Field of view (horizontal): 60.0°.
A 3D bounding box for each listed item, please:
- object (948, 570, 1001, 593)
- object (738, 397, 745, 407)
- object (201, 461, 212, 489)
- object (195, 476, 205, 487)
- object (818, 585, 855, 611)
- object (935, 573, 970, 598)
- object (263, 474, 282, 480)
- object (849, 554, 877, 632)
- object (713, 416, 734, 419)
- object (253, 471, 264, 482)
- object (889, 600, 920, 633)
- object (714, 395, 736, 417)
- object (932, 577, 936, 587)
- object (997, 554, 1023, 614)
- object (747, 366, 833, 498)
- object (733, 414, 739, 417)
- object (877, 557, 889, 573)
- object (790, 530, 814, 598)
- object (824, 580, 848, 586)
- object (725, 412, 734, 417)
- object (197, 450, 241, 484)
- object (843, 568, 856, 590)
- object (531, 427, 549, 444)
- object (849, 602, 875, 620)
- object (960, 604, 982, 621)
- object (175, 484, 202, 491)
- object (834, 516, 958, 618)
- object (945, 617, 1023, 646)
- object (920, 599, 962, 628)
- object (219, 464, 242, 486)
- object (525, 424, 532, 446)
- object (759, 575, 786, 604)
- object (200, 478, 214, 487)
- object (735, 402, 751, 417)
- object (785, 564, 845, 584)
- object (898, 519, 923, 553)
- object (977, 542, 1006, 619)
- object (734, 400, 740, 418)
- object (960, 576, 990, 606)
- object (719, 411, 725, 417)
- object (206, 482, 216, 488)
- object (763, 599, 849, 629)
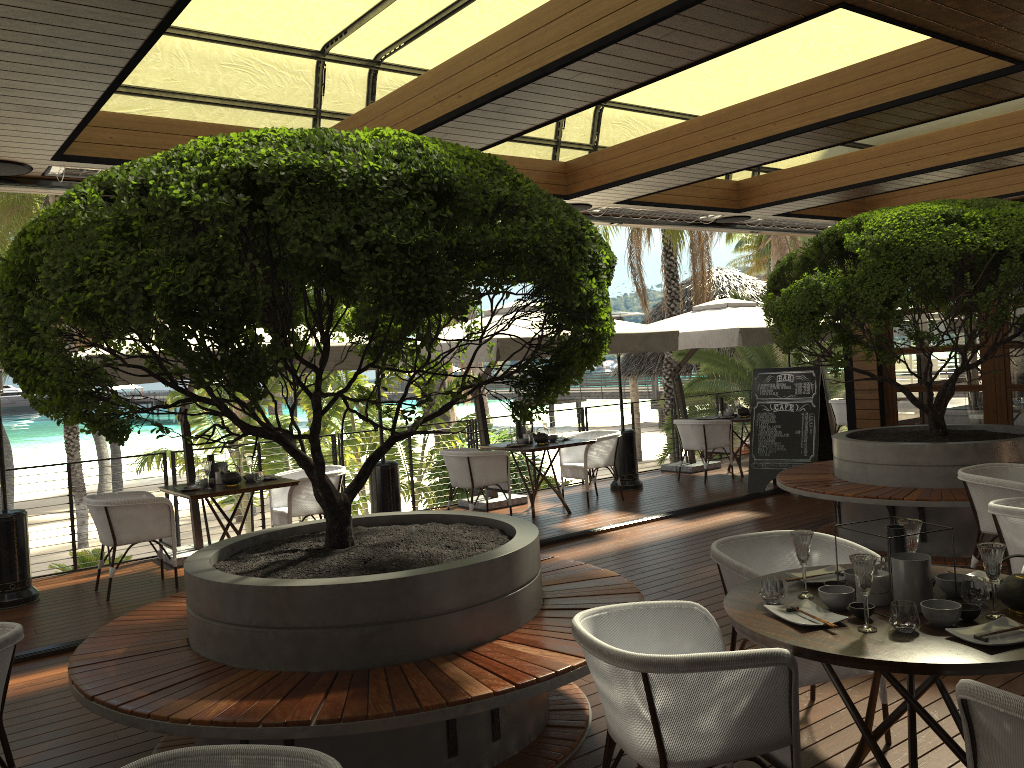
[{"bbox_3d":[1.663,0.704,3.156,0.170,0.025,0.294,-4,1,-14],"label":"object"},{"bbox_3d":[3.082,0.292,11.886,0.082,0.227,0.082,-4,1,-36],"label":"object"},{"bbox_3d":[-2.521,0.755,7.343,0.082,0.227,0.082,-4,1,-36],"label":"object"},{"bbox_3d":[-2.662,0.831,7.578,0.086,0.086,0.086,-4,1,-32],"label":"object"},{"bbox_3d":[1.094,0.724,2.985,0.116,0.065,0.116,-4,1,-16],"label":"object"},{"bbox_3d":[1.522,0.695,3.049,0.116,0.065,0.116,-4,1,-16],"label":"object"},{"bbox_3d":[-2.160,0.825,7.839,0.170,0.025,0.294,-5,2,-37],"label":"object"},{"bbox_3d":[1.092,0.646,2.741,0.082,0.227,0.082,-4,1,-25],"label":"object"},{"bbox_3d":[2.733,0.430,11.392,0.170,0.025,0.294,-5,2,-37],"label":"object"},{"bbox_3d":[-2.180,0.800,7.628,0.086,0.086,0.086,-4,1,-32],"label":"object"},{"bbox_3d":[1.200,0.713,2.712,0.086,0.086,0.086,-3,1,26],"label":"object"},{"bbox_3d":[2.841,0.294,11.796,0.263,0.264,0.263,-3,1,8],"label":"object"},{"bbox_3d":[1.455,0.709,3.131,0.080,0.042,0.080,-3,1,15],"label":"object"},{"bbox_3d":[1.644,0.636,2.836,0.163,0.179,0.168,-4,1,-16],"label":"object"},{"bbox_3d":[3.121,0.508,9.950,0.768,1.397,0.772,-3,1,38],"label":"object"},{"bbox_3d":[2.889,0.410,11.445,0.080,0.042,0.080,-2,2,45],"label":"object"},{"bbox_3d":[1.363,0.689,3.269,0.086,0.086,0.086,-3,1,26],"label":"object"},{"bbox_3d":[1.036,0.639,3.151,0.082,0.227,0.082,-4,0,-18],"label":"object"},{"bbox_3d":[1.150,0.728,3.147,0.080,0.042,0.080,-4,1,-20],"label":"object"},{"bbox_3d":[2.829,0.401,11.523,0.116,0.065,0.116,-4,1,-32],"label":"object"},{"bbox_3d":[-2.567,0.732,7.775,0.263,0.264,0.263,-3,1,8],"label":"object"},{"bbox_3d":[1.258,0.708,3.196,0.116,0.065,0.116,-3,1,7],"label":"object"},{"bbox_3d":[0.313,0.550,9.539,0.168,0.179,0.163,-4,1,-35],"label":"object"},{"bbox_3d":[1.131,0.736,2.864,0.080,0.042,0.080,-3,1,15],"label":"object"},{"bbox_3d":[1.428,0.720,2.779,0.080,0.042,0.080,-4,1,2],"label":"object"},{"bbox_3d":[-2.676,0.869,7.371,0.170,0.025,0.294,-5,2,-37],"label":"object"},{"bbox_3d":[1.290,0.612,2.992,0.263,0.264,0.263,-4,1,-19],"label":"object"},{"bbox_3d":[1.452,0.731,2.609,0.295,0.025,0.170,-4,2,-19],"label":"object"},{"bbox_3d":[1.330,0.715,2.746,0.116,0.065,0.116,-3,1,7],"label":"object"},{"bbox_3d":[-2.387,0.769,7.532,0.168,0.179,0.163,-4,1,-35],"label":"object"},{"bbox_3d":[0.179,0.536,9.350,0.082,0.227,0.082,-3,1,43],"label":"object"},{"bbox_3d":[0.910,0.721,3.102,0.086,0.086,0.086,-3,1,31],"label":"object"},{"bbox_3d":[-2.580,0.839,7.503,0.116,0.065,0.116,-4,1,-38],"label":"object"},{"bbox_3d":[3.022,0.330,11.556,0.163,0.179,0.168,-4,1,-38],"label":"object"},{"bbox_3d":[1.163,0.730,3.354,0.295,0.025,0.170,-4,2,-19],"label":"object"},{"bbox_3d":[1.455,0.611,3.226,0.082,0.227,0.082,-4,1,-25],"label":"object"},{"bbox_3d":[1.515,0.618,2.790,0.082,0.227,0.082,-4,0,-18],"label":"object"},{"bbox_3d":[2.887,0.317,11.364,0.082,0.227,0.082,-4,1,-36],"label":"object"},{"bbox_3d":[1.532,0.687,2.934,0.086,0.086,0.086,-3,1,31],"label":"object"},{"bbox_3d":[2.746,0.393,11.599,0.086,0.086,0.086,-4,1,-32],"label":"object"},{"bbox_3d":[-2.520,0.849,7.424,0.080,0.042,0.080,-3,1,15],"label":"object"},{"bbox_3d":[0.965,0.755,2.875,0.170,0.025,0.294,-4,1,-14],"label":"object"}]
